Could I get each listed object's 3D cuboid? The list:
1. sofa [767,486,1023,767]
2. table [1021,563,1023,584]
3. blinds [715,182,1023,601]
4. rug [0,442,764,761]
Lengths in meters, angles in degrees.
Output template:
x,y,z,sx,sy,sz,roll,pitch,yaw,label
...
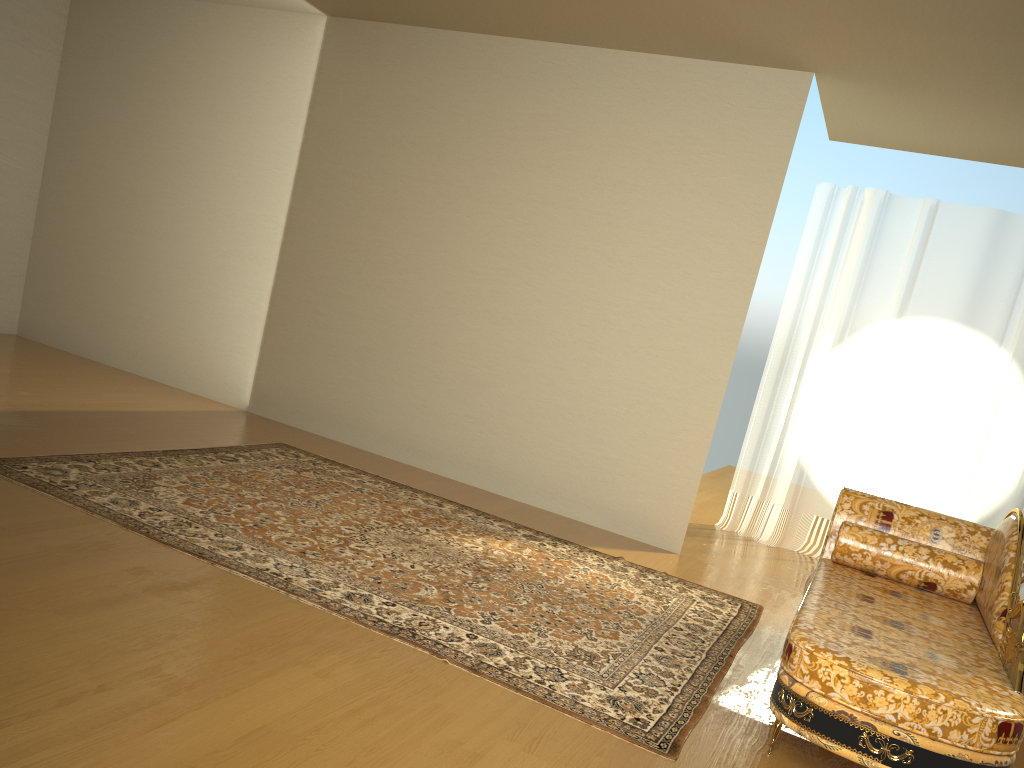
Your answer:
x,y,z,sx,sy,sz,roll,pitch,yaw,label
1.398,0.809,3.186,0.688,0.878,1.892,16,6,22,sofa
2.198,1.054,4.168,0.574,0.648,0.564,11,7,-23,table
2.689,0.084,5.804,2.150,2.527,0.164,17,8,24,blinds
-0.490,0.718,4.056,3.057,0.017,2.116,16,5,22,rug
